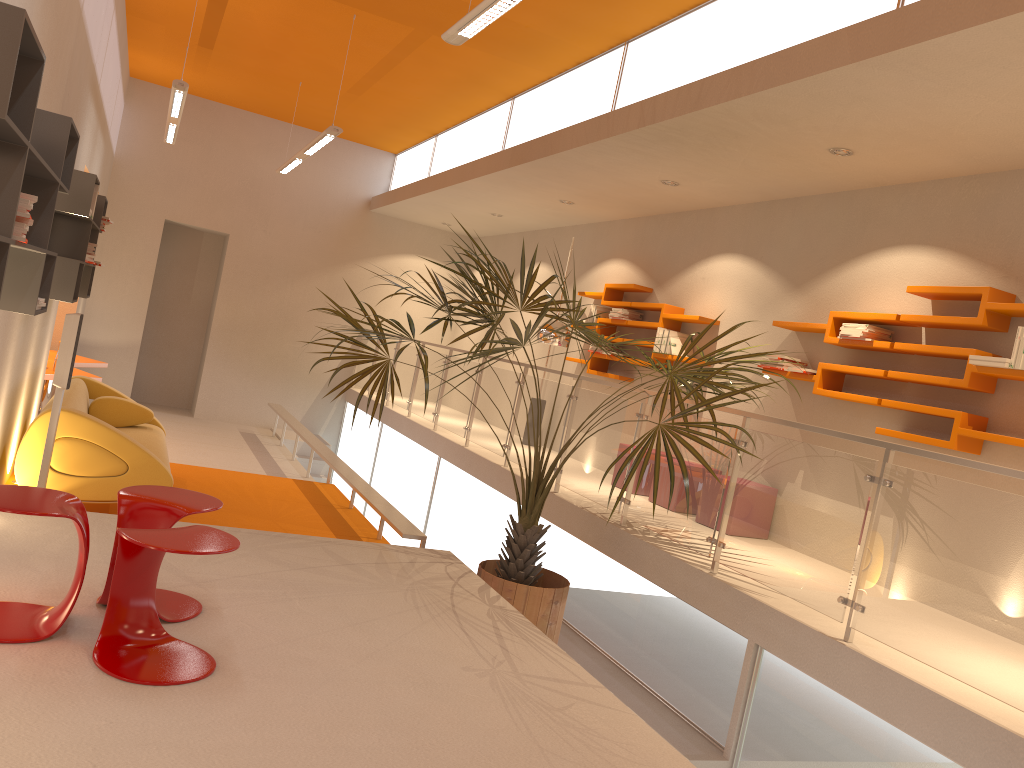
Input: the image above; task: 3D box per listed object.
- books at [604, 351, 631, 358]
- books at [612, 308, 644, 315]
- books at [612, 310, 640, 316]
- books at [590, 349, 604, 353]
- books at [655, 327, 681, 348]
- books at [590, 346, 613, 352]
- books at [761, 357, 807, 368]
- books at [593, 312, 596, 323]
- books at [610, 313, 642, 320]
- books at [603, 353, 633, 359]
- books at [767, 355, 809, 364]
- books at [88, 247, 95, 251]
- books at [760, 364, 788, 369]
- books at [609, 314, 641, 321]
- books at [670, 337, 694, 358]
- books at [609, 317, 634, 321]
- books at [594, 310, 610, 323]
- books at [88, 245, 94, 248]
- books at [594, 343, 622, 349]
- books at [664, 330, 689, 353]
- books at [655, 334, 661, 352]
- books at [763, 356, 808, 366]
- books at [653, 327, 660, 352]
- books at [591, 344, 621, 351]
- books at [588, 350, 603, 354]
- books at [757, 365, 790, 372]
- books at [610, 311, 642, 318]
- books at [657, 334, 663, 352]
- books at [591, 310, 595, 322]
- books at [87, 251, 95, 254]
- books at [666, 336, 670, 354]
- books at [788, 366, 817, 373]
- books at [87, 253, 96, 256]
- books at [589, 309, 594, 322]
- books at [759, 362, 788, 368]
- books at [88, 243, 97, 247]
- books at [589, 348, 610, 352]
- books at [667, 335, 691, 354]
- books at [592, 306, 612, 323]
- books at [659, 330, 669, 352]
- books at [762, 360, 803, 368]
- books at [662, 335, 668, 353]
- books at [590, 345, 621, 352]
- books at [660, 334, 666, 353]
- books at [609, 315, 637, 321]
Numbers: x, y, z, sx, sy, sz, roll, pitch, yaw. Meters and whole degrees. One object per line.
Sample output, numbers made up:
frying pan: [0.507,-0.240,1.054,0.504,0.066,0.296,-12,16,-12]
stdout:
books: [1.051,-0.288,8.677,0.226,0.017,0.230,11,2,-23]
books: [1.138,-0.710,8.718,0.230,0.017,0.227,11,2,-23]
books: [1.121,-0.697,8.718,0.190,0.015,0.254,11,2,-17]
books: [0.926,-0.317,8.952,0.190,0.011,0.268,11,2,-22]
books: [1.404,-0.374,7.970,0.230,0.227,0.017,11,2,-23]
books: [0.927,-0.345,8.951,0.190,0.015,0.254,11,2,-22]
books: [1.990,-0.155,6.485,0.230,0.017,0.227,11,2,-28]
books: [0.937,-0.654,9.125,0.207,0.156,0.009,11,2,-23]
books: [1.117,-0.664,8.701,0.254,0.015,0.190,11,2,-22]
books: [1.047,-0.273,8.690,0.254,0.015,0.190,11,2,-17]
books: [2.002,-0.185,6.471,0.226,0.017,0.230,11,2,-23]
books: [-3.077,-0.977,6.294,0.190,0.015,0.254,11,2,-32]
books: [1.973,-0.113,6.484,0.190,0.011,0.268,11,2,-22]
books: [1.106,-0.651,8.701,0.254,0.015,0.190,11,2,-27]
books: [1.487,-0.311,7.758,0.230,0.150,0.091,11,2,-23]
books: [1.117,-0.623,8.703,0.210,0.013,0.297,11,2,-23]
books: [0.956,-0.656,9.116,0.230,0.169,0.023,11,2,-23]
books: [-3.075,-0.992,6.302,0.190,0.015,0.254,11,2,-27]
books: [0.955,-0.388,8.939,0.226,0.017,0.230,11,2,-23]
books: [1.452,-0.351,7.818,0.207,0.210,0.021,11,2,-23]
books: [1.399,-0.345,7.947,0.230,0.169,0.027,11,2,-23]
books: [1.998,-0.170,6.485,0.254,0.015,0.190,11,2,-17]
books: [1.391,-0.377,7.984,0.230,0.227,0.017,11,2,-23]
books: [0.951,-0.373,8.953,0.254,0.015,0.190,11,2,-17]
books: [0.924,-0.305,8.948,0.210,0.013,0.297,11,2,-23]
books: [1.971,-0.101,6.481,0.210,0.013,0.297,11,2,-23]
books: [1.118,-0.681,8.713,0.227,0.017,0.230,11,2,-28]
books: [1.417,-0.341,7.925,0.230,0.169,0.027,11,2,-23]
books: [0.933,-0.663,9.165,0.230,0.169,0.027,11,2,-23]
books: [-3.090,-0.954,6.307,0.210,0.013,0.297,11,2,-28]
books: [1.454,-0.323,7.805,0.207,0.156,0.009,11,2,-23]
books: [2.098,-0.084,6.209,0.226,0.017,0.230,11,2,-23]
books: [-3.099,-0.941,6.300,0.230,0.017,0.226,11,2,-33]
books: [0.915,-0.667,9.188,0.230,0.169,0.027,11,2,-23]
books: [1.970,-0.128,6.492,0.190,0.015,0.254,11,2,-27]
books: [-3.085,-1.011,6.298,0.230,0.017,0.226,11,2,-33]
books: [0.923,-0.331,8.960,0.190,0.015,0.254,11,2,-27]
books: [1.473,-0.325,7.797,0.230,0.169,0.023,11,2,-23]
books: [0.935,-0.682,9.138,0.207,0.210,0.021,11,2,-23]
books: [1.419,-0.360,7.897,0.207,0.210,0.021,11,2,-23]
books: [1.974,-0.142,6.484,0.190,0.015,0.254,11,2,-22]
books: [1.450,-0.331,7.846,0.230,0.169,0.027,11,2,-23]
books: [0.943,-0.359,8.952,0.230,0.017,0.227,11,2,-28]
books: [1.432,-0.336,7.868,0.230,0.169,0.027,11,2,-23]
books: [1.112,-0.637,8.706,0.268,0.011,0.190,11,2,-22]
